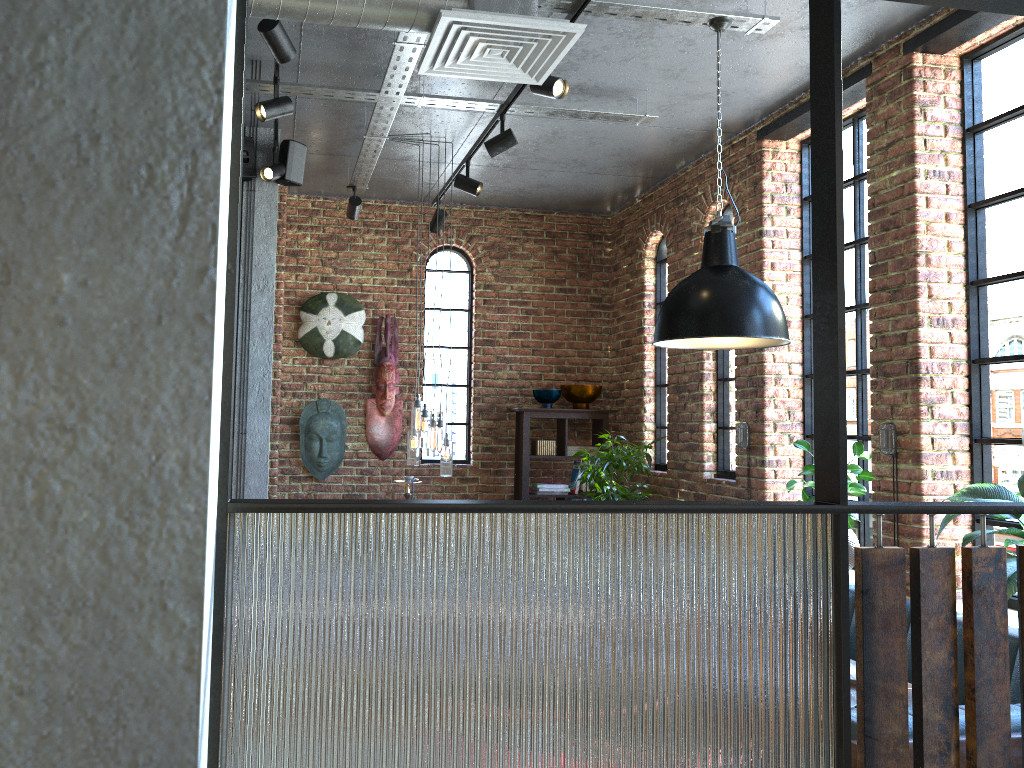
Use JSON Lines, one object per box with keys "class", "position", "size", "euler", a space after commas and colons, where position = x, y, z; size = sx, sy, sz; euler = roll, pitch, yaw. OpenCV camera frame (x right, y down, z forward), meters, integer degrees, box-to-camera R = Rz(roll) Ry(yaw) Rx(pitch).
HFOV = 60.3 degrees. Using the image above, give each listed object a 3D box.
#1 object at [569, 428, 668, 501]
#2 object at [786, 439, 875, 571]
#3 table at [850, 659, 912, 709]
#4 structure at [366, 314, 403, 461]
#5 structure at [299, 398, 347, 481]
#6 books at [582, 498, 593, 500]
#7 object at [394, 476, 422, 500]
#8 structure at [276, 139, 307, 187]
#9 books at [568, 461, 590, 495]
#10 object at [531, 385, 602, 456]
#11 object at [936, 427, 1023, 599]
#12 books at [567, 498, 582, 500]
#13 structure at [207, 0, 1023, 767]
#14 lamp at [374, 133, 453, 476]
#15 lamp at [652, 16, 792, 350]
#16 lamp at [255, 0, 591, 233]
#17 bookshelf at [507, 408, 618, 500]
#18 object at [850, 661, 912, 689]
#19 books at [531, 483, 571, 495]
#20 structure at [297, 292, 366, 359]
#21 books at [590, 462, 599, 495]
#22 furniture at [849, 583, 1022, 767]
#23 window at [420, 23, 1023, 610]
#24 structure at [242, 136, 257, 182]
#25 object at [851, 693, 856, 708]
{"class": "object", "position": [0.687, 1.070, 6.066], "size": [0.694, 1.531, 0.895], "euler": [3, -5, -34]}
{"class": "object", "position": [1.615, 0.616, 4.459], "size": [0.393, 0.664, 0.502], "euler": [0, -4, 10]}
{"class": "table", "position": [0.845, 1.370, 3.394], "size": [0.807, 0.662, 1.567], "euler": [2, -3, -14]}
{"class": "structure", "position": [-0.998, 0.032, 6.938], "size": [0.237, 1.148, 0.216], "euler": [-2, -5, 33]}
{"class": "structure", "position": [-1.453, 0.426, 6.771], "size": [0.361, 0.641, 0.105], "euler": [1, -4, -9]}
{"class": "books", "position": [0.376, 1.181, 6.898], "size": [0.576, 0.576, 0.194], "euler": [2, -4, -12]}
{"class": "object", "position": [-0.611, 0.906, 5.235], "size": [0.164, 0.705, 0.268], "euler": [2, -4, -22]}
{"class": "structure", "position": [-1.354, -1.338, 5.345], "size": [0.192, 0.268, 0.159], "euler": [-1, -4, 28]}
{"class": "books", "position": [0.529, 0.741, 6.971], "size": [0.122, 0.258, 0.166], "euler": [2, -4, -13]}
{"class": "object", "position": [0.404, 0.888, 6.904], "size": [0.594, 1.764, 0.335], "euler": [2, -4, -17]}
{"class": "object", "position": [1.871, 0.506, 3.207], "size": [0.596, 0.753, 0.746], "euler": [2, -4, -14]}
{"class": "books", "position": [0.486, 1.033, 6.931], "size": [0.084, 0.273, 0.175], "euler": [2, -4, -14]}
{"class": "structure", "position": [-3.004, -0.081, 2.472], "size": [5.796, 3.332, 6.071], "euler": [3, -4, -29]}
{"class": "lamp", "position": [-0.619, -0.493, 5.521], "size": [0.514, 2.123, 0.282], "euler": [0, -4, 13]}
{"class": "lamp", "position": [0.838, -0.821, 3.560], "size": [0.534, 1.328, 0.523], "euler": [0, -4, 5]}
{"class": "lamp", "position": [-2.672, -1.445, 2.927], "size": [6.150, 0.274, 7.352], "euler": [2, -3, -13]}
{"class": "bookshelf", "position": [0.383, 1.033, 6.904], "size": [0.802, 1.671, 0.321], "euler": [2, -4, -11]}
{"class": "object", "position": [1.223, 1.006, 3.106], "size": [0.266, 0.051, 0.329], "euler": [2, -3, -10]}
{"class": "books", "position": [0.303, 0.822, 6.905], "size": [0.264, 0.080, 0.181], "euler": [2, -3, -12]}
{"class": "structure", "position": [-1.400, -0.453, 6.846], "size": [0.522, 0.522, 0.149], "euler": [2, -4, -11]}
{"class": "books", "position": [0.631, 0.744, 6.979], "size": [0.078, 0.258, 0.181], "euler": [2, -4, -14]}
{"class": "furniture", "position": [1.112, 1.296, 3.438], "size": [1.339, 0.823, 2.658], "euler": [2, -3, -14]}
{"class": "window", "position": [0.787, -0.243, 4.781], "size": [8.942, 2.433, 3.272], "euler": [-2, -4, 43]}
{"class": "structure", "position": [-1.647, -1.347, 5.295], "size": [0.176, 0.268, 0.173], "euler": [4, -5, -40]}
{"class": "object", "position": [0.963, 0.985, 2.793], "size": [0.321, 0.051, 0.272], "euler": [2, -3, -9]}
